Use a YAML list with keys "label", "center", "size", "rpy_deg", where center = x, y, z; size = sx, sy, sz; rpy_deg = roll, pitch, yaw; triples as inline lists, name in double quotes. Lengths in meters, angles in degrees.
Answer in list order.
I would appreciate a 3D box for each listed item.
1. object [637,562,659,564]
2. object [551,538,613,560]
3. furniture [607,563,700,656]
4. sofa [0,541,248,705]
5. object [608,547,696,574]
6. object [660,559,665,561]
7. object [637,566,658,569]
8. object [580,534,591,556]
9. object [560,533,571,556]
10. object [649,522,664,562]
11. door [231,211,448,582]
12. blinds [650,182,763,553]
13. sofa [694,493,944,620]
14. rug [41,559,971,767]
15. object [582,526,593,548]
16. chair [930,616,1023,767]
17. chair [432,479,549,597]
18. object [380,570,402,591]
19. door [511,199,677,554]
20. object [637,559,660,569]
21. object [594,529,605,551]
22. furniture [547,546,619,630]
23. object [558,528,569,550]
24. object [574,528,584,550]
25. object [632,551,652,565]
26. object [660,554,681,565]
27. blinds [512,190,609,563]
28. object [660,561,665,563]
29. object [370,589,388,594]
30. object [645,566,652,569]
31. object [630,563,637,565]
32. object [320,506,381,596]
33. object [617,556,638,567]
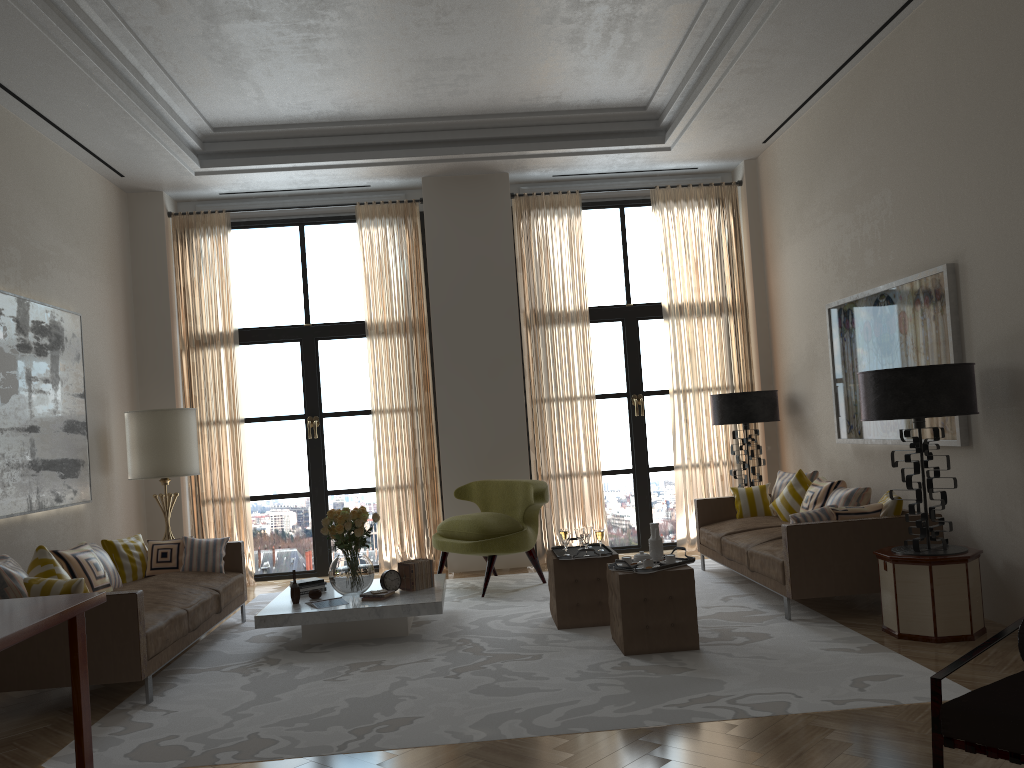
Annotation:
- label: "object"
  center: [1.060, 1.396, 6.915]
  size: [0.186, 0.026, 0.041]
  rpy_deg: [-4, -2, 5]
- label: "object"
  center: [0.619, 1.477, 7.985]
  size: [0.491, 0.092, 0.803]
  rpy_deg: [-4, -3, -3]
- label: "furniture"
  center: [1.096, 1.740, 6.974]
  size: [0.613, 0.616, 0.614]
  rpy_deg: [-4, -2, -3]
- label: "sofa"
  center: [-3.309, 1.983, 7.606]
  size: [1.351, 0.819, 2.982]
  rpy_deg: [-4, -3, -3]
- label: "object"
  center: [1.101, 1.381, 6.981]
  size: [0.720, 0.101, 0.441]
  rpy_deg: [-2, -4, -39]
- label: "object"
  center: [1.202, 1.407, 7.067]
  size: [0.053, 0.025, 0.049]
  rpy_deg: [-2, -3, -36]
- label: "object"
  center: [1.032, 1.402, 6.751]
  size: [0.187, 0.015, 0.041]
  rpy_deg: [-3, -3, -17]
- label: "object"
  center: [0.642, 1.402, 7.702]
  size: [0.098, 0.191, 0.098]
  rpy_deg: [-4, -2, -3]
- label: "object"
  center: [0.476, 1.421, 7.849]
  size: [0.098, 0.191, 0.098]
  rpy_deg: [-5, -2, 23]
- label: "object"
  center: [1.158, 1.276, 7.159]
  size: [0.113, 0.305, 0.125]
  rpy_deg: [-5, -2, 34]
- label: "door"
  center: [-2.624, 0.167, 11.713]
  size: [3.257, 4.764, 0.240]
  rpy_deg: [-4, -1, -3]
- label: "blinds"
  center: [2.610, -0.204, 11.770]
  size: [1.242, 4.871, 0.419]
  rpy_deg: [-4, -1, -1]
- label: "sofa"
  center: [2.872, 1.619, 8.849]
  size: [1.351, 0.819, 2.982]
  rpy_deg: [-4, -3, -3]
- label: "rug"
  center: [-0.127, 2.148, 7.919]
  size: [5.517, 0.065, 5.737]
  rpy_deg: [-4, -3, -3]
- label: "object"
  center: [0.710, 1.425, 8.245]
  size: [0.098, 0.191, 0.098]
  rpy_deg: [-6, -2, 44]
- label: "chair"
  center: [2.363, 1.219, 3.557]
  size: [1.133, 1.134, 0.878]
  rpy_deg: [-2, -2, -38]
- label: "chair"
  center: [-0.319, 1.734, 10.115]
  size: [1.028, 1.212, 1.793]
  rpy_deg: [-3, -3, -36]
- label: "object"
  center: [-1.116, 1.816, 8.173]
  size: [0.204, 0.209, 0.082]
  rpy_deg: [-2, -2, -42]
- label: "door"
  center: [1.655, -0.117, 11.943]
  size: [3.085, 4.764, 0.240]
  rpy_deg: [-4, -1, -3]
- label: "object"
  center: [1.049, 1.383, 6.816]
  size: [0.176, 0.067, 0.176]
  rpy_deg: [-4, -3, -1]
- label: "object"
  center: [0.795, 1.406, 7.991]
  size: [0.098, 0.191, 0.098]
  rpy_deg: [-5, -2, 23]
- label: "furniture"
  center: [0.648, 1.822, 7.981]
  size: [0.613, 0.616, 0.614]
  rpy_deg: [-4, -2, -3]
- label: "object"
  center: [0.482, 1.438, 8.196]
  size: [0.098, 0.191, 0.098]
  rpy_deg: [-3, -2, -20]
- label: "object"
  center: [0.624, 1.425, 8.132]
  size: [0.098, 0.191, 0.098]
  rpy_deg: [-4, -2, -3]
- label: "object"
  center: [1.035, 1.379, 7.061]
  size: [0.176, 0.105, 0.136]
  rpy_deg: [-4, -2, -7]
- label: "object"
  center: [1.248, 1.379, 6.979]
  size: [0.176, 0.067, 0.176]
  rpy_deg: [-4, -3, -4]
- label: "blinds"
  center: [0.641, -0.073, 11.665]
  size: [0.960, 4.871, 0.419]
  rpy_deg: [-4, -1, -1]
- label: "object"
  center: [1.227, 1.405, 7.041]
  size: [0.041, 0.015, 0.187]
  rpy_deg: [-6, -4, 38]
- label: "object"
  center: [-1.191, 1.857, 7.939]
  size: [0.139, 0.019, 0.137]
  rpy_deg: [-3, -3, -19]
- label: "object"
  center: [1.038, 1.399, 6.716]
  size: [0.053, 0.025, 0.049]
  rpy_deg: [-4, -3, -1]
- label: "object"
  center: [0.939, 1.400, 6.881]
  size: [0.052, 0.027, 0.080]
  rpy_deg: [-6, -4, 44]
- label: "object"
  center: [-1.471, 1.548, 8.215]
  size: [0.539, 0.821, 0.627]
  rpy_deg: [-4, -2, -8]
- label: "object"
  center: [0.898, 1.387, 6.934]
  size: [0.176, 0.067, 0.176]
  rpy_deg: [-3, -3, -27]
